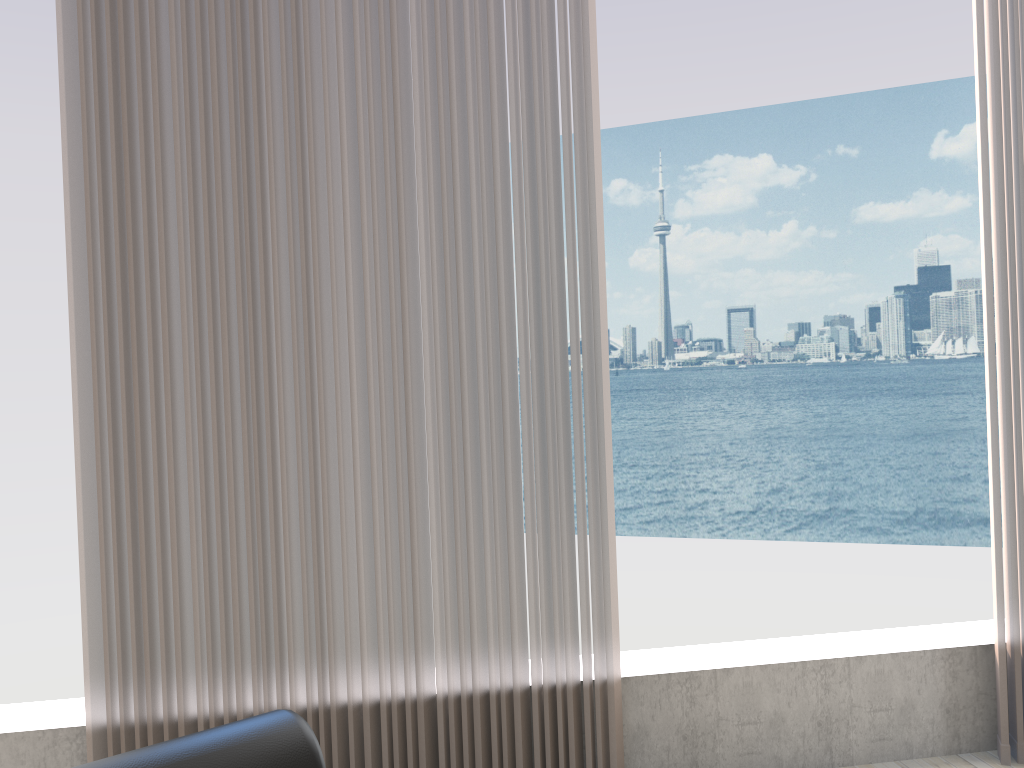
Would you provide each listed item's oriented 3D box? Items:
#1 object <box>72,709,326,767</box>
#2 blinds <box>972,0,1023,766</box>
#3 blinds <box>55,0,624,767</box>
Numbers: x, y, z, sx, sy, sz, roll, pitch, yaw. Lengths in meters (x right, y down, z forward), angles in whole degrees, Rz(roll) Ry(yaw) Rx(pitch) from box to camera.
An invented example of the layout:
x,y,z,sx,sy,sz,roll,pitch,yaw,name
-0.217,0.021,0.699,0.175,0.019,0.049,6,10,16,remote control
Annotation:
x,y,z,sx,sy,sz,roll,pitch,yaw,name
-0.020,0.583,0.111,0.505,0.746,1.312,-3,1,-39,object
1.660,-0.493,2.192,1.133,2.744,0.069,-2,0,-8,blinds
-0.350,-0.414,1.894,1.133,2.744,0.069,-2,0,-8,blinds
